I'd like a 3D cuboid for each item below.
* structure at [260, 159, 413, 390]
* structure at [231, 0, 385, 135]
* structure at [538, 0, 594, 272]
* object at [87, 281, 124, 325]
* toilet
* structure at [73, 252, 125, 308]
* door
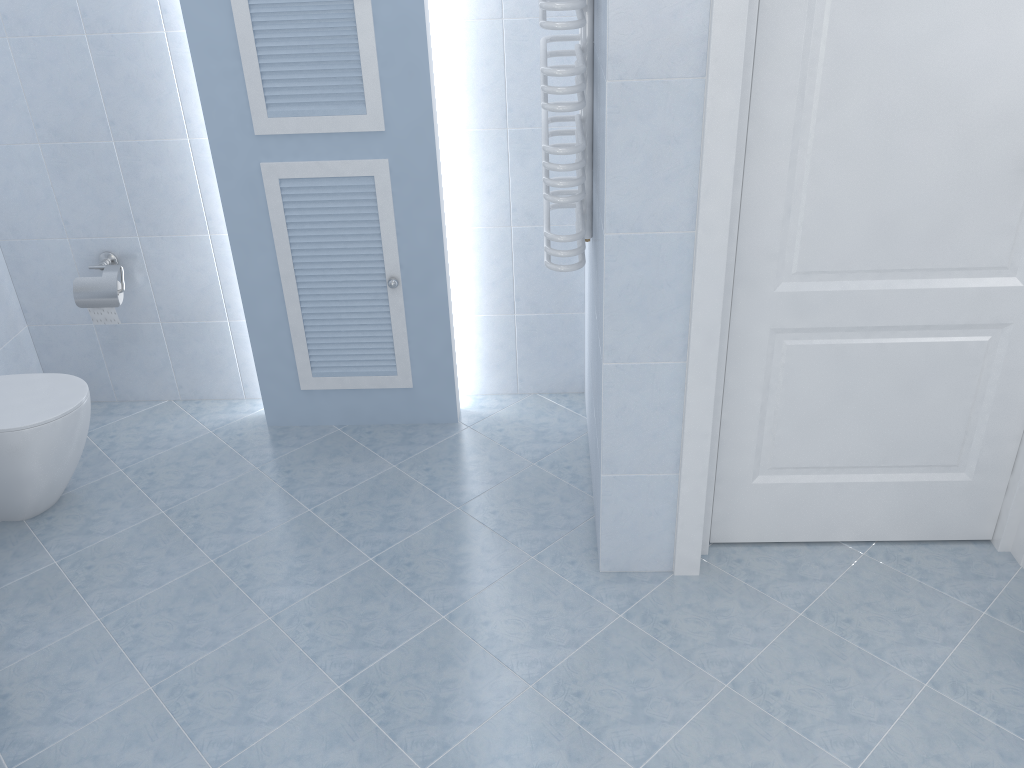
[{"bbox_3d":[-0.567,-0.330,2.934,0.400,0.813,0.041,-1,30,3],"label":"structure"},{"bbox_3d":[-0.602,-1.111,2.489,0.400,0.813,0.041,-1,30,3],"label":"structure"},{"bbox_3d":[0.141,-0.807,2.262,0.138,0.950,0.524,-1,30,3],"label":"structure"},{"bbox_3d":[-1.429,-0.290,3.122,0.098,0.151,0.090,-1,30,3],"label":"object"},{"bbox_3d":[-1.556,0.217,2.804,0.519,0.388,0.337,-1,30,3],"label":"toilet"},{"bbox_3d":[-1.438,-0.365,3.107,0.170,0.151,0.154,-1,30,3],"label":"structure"},{"bbox_3d":[0.935,-0.415,2.052,0.823,2.011,0.098,-1,30,3],"label":"door"}]
